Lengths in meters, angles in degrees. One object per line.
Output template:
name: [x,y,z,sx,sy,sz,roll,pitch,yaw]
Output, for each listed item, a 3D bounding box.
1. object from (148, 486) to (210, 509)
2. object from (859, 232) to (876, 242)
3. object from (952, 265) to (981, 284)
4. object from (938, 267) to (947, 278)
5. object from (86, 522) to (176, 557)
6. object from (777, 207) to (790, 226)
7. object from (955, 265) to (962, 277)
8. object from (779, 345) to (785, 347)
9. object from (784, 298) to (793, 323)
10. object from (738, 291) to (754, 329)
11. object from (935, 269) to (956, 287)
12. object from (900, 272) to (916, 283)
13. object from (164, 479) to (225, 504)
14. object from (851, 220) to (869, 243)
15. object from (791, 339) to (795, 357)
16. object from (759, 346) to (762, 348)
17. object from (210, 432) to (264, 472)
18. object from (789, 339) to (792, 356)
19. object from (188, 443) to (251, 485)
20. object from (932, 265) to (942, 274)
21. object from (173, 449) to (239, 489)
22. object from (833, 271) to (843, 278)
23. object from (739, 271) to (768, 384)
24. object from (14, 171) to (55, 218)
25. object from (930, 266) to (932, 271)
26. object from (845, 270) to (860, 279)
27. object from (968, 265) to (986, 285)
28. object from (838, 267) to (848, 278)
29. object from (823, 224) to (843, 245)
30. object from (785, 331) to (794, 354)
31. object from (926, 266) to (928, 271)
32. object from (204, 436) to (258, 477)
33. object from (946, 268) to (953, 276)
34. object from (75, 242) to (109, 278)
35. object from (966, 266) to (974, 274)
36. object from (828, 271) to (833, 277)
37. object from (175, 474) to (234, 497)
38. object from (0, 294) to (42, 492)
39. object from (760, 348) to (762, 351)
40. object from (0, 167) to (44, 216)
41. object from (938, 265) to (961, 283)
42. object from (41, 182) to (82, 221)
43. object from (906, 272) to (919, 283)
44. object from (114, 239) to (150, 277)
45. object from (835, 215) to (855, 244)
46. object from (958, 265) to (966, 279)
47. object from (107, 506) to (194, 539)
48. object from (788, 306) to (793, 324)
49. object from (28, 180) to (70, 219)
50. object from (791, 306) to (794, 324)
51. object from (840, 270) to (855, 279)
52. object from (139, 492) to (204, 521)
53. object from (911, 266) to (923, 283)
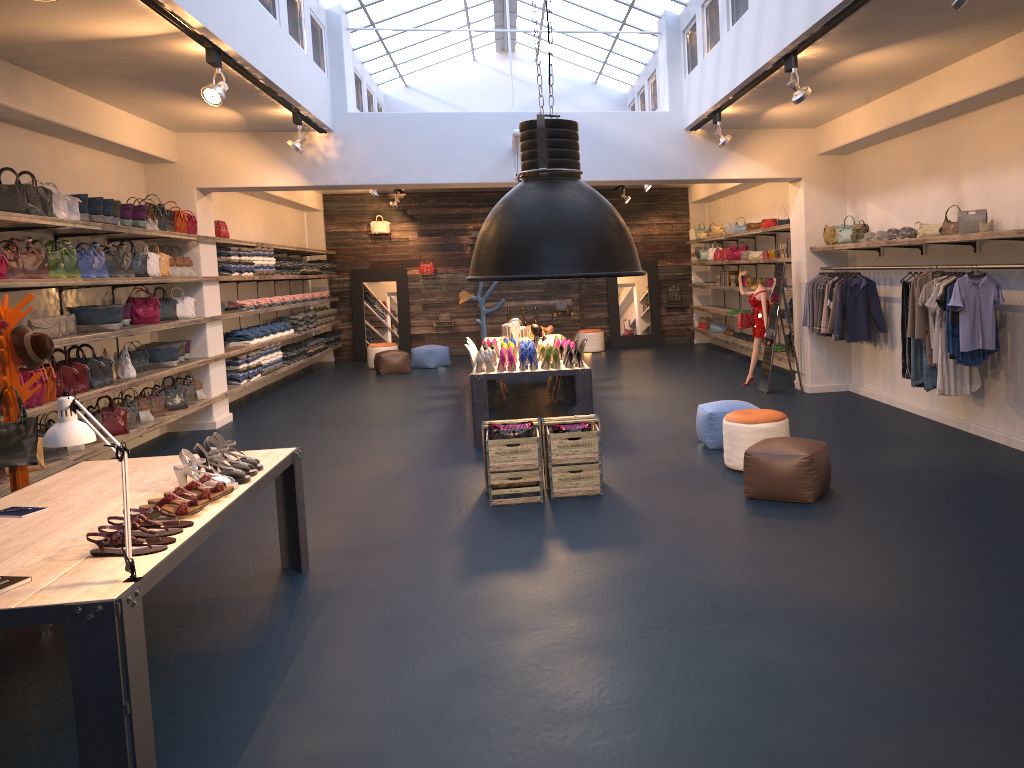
object: [-1.494,0.514,3.903,0.257,0.116,0.101,-2,5,1]
object: [4.186,-1.718,10.167,0.222,0.125,0.199,2,8,31]
object: [4.132,-0.977,7.782,0.414,0.178,0.017,-3,4,-8]
object: [4.134,-1.026,8.305,0.442,0.219,0.010,-3,4,-10]
object: [-1.471,0.595,3.368,0.284,0.090,0.211,-3,7,-6]
object: [4.066,-2.506,12.996,0.188,0.278,0.063,0,5,25]
object: [4.133,-0.996,7.986,0.397,0.197,0.009,-3,4,-9]
object: [4.373,-0.600,13.955,0.254,0.067,0.078,-6,7,-29]
object: [4.250,-1.108,12.948,0.370,0.389,0.182,-2,5,7]
object: [3.450,-1.094,12.759,0.344,0.551,0.083,-5,5,-31]
object: [4.136,-1.016,8.141,0.371,0.197,0.014,-3,4,-10]
object: [4.130,-1.137,9.001,0.239,0.176,0.014,-3,4,-10]
object: [-1.472,0.499,4.014,0.270,0.116,0.096,-4,6,-15]
object: [4.228,-1.846,10.549,0.237,0.282,0.385,-1,6,14]
object: [4.244,-0.574,12.716,0.352,0.354,0.159,-3,5,-8]
object: [4.113,-0.599,14.233,0.243,0.057,0.080,-4,6,-13]
object: [-1.487,0.364,4.665,0.286,0.223,0.116,-3,5,-8]
object: [4.275,-0.591,12.915,0.377,0.337,0.217,-2,5,0]
object: [-1.475,0.400,4.379,0.294,0.223,0.113,-4,5,-17]
object: [4.127,-1.061,8.423,0.414,0.178,0.017,-3,4,-8]
object: [-1.495,0.419,4.239,0.294,0.223,0.113,-4,5,-17]
object: [4.118,-1.367,10.949,0.442,0.219,0.010,-3,4,-9]
object: [3.573,-0.810,12.543,0.370,1.658,0.697,-4,5,-25]
object: [-3.860,-1.494,6.866,0.435,0.384,0.189,-3,5,-7]
object: [4.132,-1.077,8.548,0.414,0.178,0.017,-3,4,-8]
object: [4.126,-1.310,10.513,0.442,0.219,0.010,-3,4,-9]
object: [4.135,-0.969,7.708,0.414,0.178,0.017,-3,4,-8]
object: [4.132,-1.352,10.817,0.442,0.219,0.010,-3,4,-9]
object: [4.196,-1.934,11.275,0.301,0.282,0.217,0,6,23]
object: [4.288,-0.640,13.086,0.370,0.389,0.182,-2,5,7]
object: [4.132,-1.089,8.627,0.239,0.176,0.014,-3,4,-10]
object: [-1.482,0.380,4.534,0.286,0.223,0.117,-3,5,-7]
object: [4.131,-1.023,8.200,0.308,0.197,0.012,-3,4,-9]
object: [-3.809,-1.116,7.832,0.201,0.337,0.406,1,7,34]
object: [4.136,-0.967,7.838,0.441,0.219,0.010,-3,4,-9]
object: [4.118,-1.398,11.184,0.442,0.219,0.010,-3,4,-9]
object: [-1.458,0.484,4.131,0.260,0.116,0.100,-2,5,-3]
object: [-3.191,0.291,5.571,0.421,1.722,0.471,-1,4,22]
object: [4.108,-0.575,14.050,0.243,0.057,0.080,-4,6,-13]
object: [-3.840,-1.472,6.676,0.442,0.384,0.186,-4,5,-13]
object: [4.136,-1.020,8.095,0.371,0.176,0.014,-3,4,-10]
object: [-3.844,-1.523,7.281,0.440,0.330,0.186,-3,5,-12]
object: [4.131,-1.121,8.873,0.239,0.176,0.014,-3,4,-10]
object: [-3.811,-1.246,8.619,0.178,0.384,0.459,1,6,34]
object: [4.247,-1.941,10.934,0.342,0.365,0.190,1,6,31]
object: [4.136,-0.977,7.919,0.440,0.219,0.010,-3,4,-8]
object: [-1.490,0.566,3.599,0.284,0.090,0.222,-2,7,-2]
object: [4.238,-1.060,12.777,0.377,0.337,0.217,-2,5,0]
object: [-3.842,-1.497,7.080,0.443,0.330,0.185,-4,5,-14]
object: [4.207,-1.042,12.579,0.352,0.354,0.159,-3,5,-8]
object: [4.134,-1.336,10.696,0.442,0.219,0.010,-3,4,-9]
object: [-1.488,0.529,3.785,0.268,0.116,0.097,-4,6,-14]
object: [4.132,-1.105,8.755,0.239,0.176,0.014,-3,4,-10]
